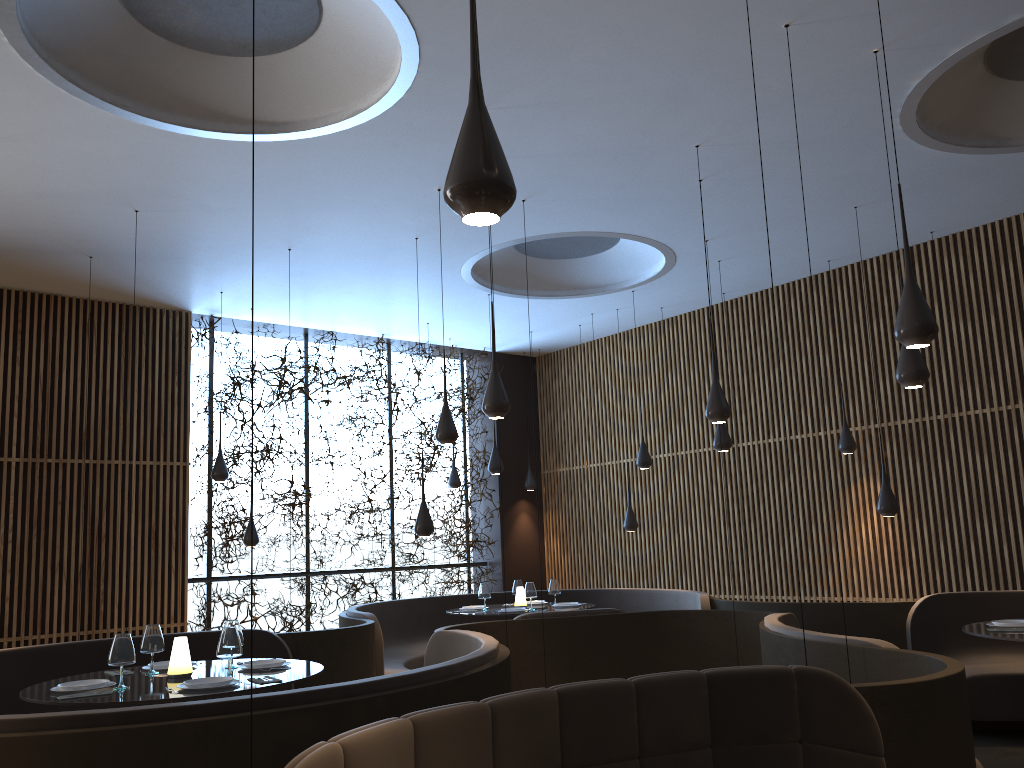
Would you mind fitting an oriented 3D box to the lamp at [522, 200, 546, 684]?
[{"bbox_3d":[0.236,1.426,7.543,0.196,6.251,0.196,-2,-9,-4],"label":"lamp"}]

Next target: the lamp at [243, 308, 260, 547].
[{"bbox_3d":[-3.208,0.508,10.919,0.196,2.949,0.196,-2,-9,-4],"label":"lamp"}]

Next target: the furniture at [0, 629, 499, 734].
[{"bbox_3d":[-2.010,2.180,5.185,3.885,1.114,3.801,-7,-11,26],"label":"furniture"}]

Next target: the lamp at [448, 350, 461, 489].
[{"bbox_3d":[-0.877,0.422,13.022,0.196,2.215,0.196,0,-9,-14],"label":"lamp"}]

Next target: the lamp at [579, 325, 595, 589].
[{"bbox_3d":[1.105,2.244,12.215,0.196,6.251,0.196,-9,-11,36],"label":"lamp"}]

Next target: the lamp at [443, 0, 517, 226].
[{"bbox_3d":[-0.129,-1.529,2.518,0.196,2.215,0.196,-3,-9,6],"label":"lamp"}]

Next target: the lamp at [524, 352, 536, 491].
[{"bbox_3d":[0.245,0.586,14.177,0.196,2.215,0.196,0,-9,-14],"label":"lamp"}]

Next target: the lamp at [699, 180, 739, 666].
[{"bbox_3d":[1.775,1.309,7.259,0.196,6.251,0.196,1,-10,-24],"label":"lamp"}]

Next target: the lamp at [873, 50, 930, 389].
[{"bbox_3d":[2.417,-1.073,5.606,0.196,2.215,0.196,-2,-9,-4],"label":"lamp"}]

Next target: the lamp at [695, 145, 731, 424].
[{"bbox_3d":[1.521,-0.800,6.890,0.196,2.215,0.196,-2,-9,-4],"label":"lamp"}]

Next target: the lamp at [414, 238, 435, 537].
[{"bbox_3d":[-0.895,-0.003,8.658,0.196,2.949,0.196,6,-12,-43],"label":"lamp"}]

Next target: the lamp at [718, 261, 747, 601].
[{"bbox_3d":[2.472,1.696,9.536,0.196,6.251,0.196,1,-10,-24],"label":"lamp"}]

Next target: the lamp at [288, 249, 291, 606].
[{"bbox_3d":[-2.139,1.714,8.566,0.196,6.251,0.196,-3,-9,6],"label":"lamp"}]

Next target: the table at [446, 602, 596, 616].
[{"bbox_3d":[0.121,3.009,9.842,1.673,1.020,1.679,-4,-10,12],"label":"table"}]

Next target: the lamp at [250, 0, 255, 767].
[{"bbox_3d":[-0.888,0.649,3.026,0.196,6.251,0.196,-2,-9,-4],"label":"lamp"}]

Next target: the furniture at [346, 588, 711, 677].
[{"bbox_3d":[0.206,2.872,9.618,3.888,1.043,3.802,-8,-12,27],"label":"furniture"}]

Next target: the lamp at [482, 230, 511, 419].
[{"bbox_3d":[-0.151,-0.863,6.155,0.196,2.215,0.196,-2,-9,-4],"label":"lamp"}]

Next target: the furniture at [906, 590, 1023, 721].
[{"bbox_3d":[4.619,1.967,5.849,1.980,1.043,3.951,-1,-10,-7],"label":"furniture"}]

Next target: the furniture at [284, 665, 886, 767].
[{"bbox_3d":[0.391,1.546,2.796,2.533,1.056,0.934,4,-12,-33],"label":"furniture"}]

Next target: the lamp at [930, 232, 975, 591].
[{"bbox_3d":[4.557,1.484,8.863,0.196,6.251,0.196,1,-10,-24],"label":"lamp"}]

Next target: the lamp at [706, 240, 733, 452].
[{"bbox_3d":[2.092,-0.412,9.147,0.196,2.215,0.196,-9,-11,36],"label":"lamp"}]

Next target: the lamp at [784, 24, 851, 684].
[{"bbox_3d":[1.817,0.887,4.958,0.196,6.251,0.196,-2,-9,-4],"label":"lamp"}]

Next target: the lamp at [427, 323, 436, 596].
[{"bbox_3d":[-1.030,2.250,11.754,0.196,6.251,0.196,0,-9,-14],"label":"lamp"}]

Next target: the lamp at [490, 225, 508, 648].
[{"bbox_3d":[-0.063,1.273,6.636,0.196,6.251,0.196,-2,-9,-4],"label":"lamp"}]

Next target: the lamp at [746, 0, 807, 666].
[{"bbox_3d":[1.344,0.768,4.196,0.196,6.251,0.196,-2,-9,-4],"label":"lamp"}]

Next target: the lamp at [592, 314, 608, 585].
[{"bbox_3d":[1.225,2.129,11.617,0.196,6.251,0.196,1,-10,-24],"label":"lamp"}]

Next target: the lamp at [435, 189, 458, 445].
[{"bbox_3d":[-0.586,-0.591,7.526,0.196,2.215,0.196,-2,-9,-4],"label":"lamp"}]

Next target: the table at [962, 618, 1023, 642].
[{"bbox_3d":[3.870,2.086,5.666,1.676,1.020,1.675,-11,-13,40],"label":"table"}]

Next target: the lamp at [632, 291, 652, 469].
[{"bbox_3d":[1.559,-0.066,10.913,0.196,2.215,0.196,-9,-11,36],"label":"lamp"}]

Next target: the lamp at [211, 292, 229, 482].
[{"bbox_3d":[-3.364,0.019,10.239,0.196,2.215,0.196,-2,-9,-4],"label":"lamp"}]

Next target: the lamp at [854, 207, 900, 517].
[{"bbox_3d":[3.373,-0.248,8.311,0.196,2.949,0.196,-9,-11,36],"label":"lamp"}]

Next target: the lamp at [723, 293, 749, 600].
[{"bbox_3d":[2.843,1.924,10.869,0.196,6.251,0.196,0,-9,-14],"label":"lamp"}]

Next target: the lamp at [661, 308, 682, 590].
[{"bbox_3d":[2.147,2.060,11.453,0.196,6.251,0.196,1,-10,-24],"label":"lamp"}]

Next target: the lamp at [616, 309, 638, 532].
[{"bbox_3d":[1.480,0.452,11.698,0.196,2.949,0.196,-9,-11,36],"label":"lamp"}]

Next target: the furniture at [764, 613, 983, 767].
[{"bbox_3d":[2.193,2.099,5.798,0.900,1.043,2.542,-3,-10,3],"label":"furniture"}]

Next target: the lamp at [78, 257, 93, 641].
[{"bbox_3d":[-4.153,1.794,8.537,0.196,6.251,0.196,-7,-10,26],"label":"lamp"}]

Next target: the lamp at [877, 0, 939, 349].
[{"bbox_3d":[1.877,-1.271,4.373,0.196,2.215,0.196,-2,-9,-4],"label":"lamp"}]

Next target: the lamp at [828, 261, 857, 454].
[{"bbox_3d":[3.688,-0.320,10.017,0.196,2.215,0.196,-9,-11,36],"label":"lamp"}]

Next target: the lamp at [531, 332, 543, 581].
[{"bbox_3d":[0.411,2.322,12.486,0.196,6.251,0.196,0,-9,-14],"label":"lamp"}]

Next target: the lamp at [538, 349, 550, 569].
[{"bbox_3d":[0.566,2.534,13.682,0.196,6.251,0.196,0,-9,-14],"label":"lamp"}]

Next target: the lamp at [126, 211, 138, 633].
[{"bbox_3d":[-3.208,1.547,7.404,0.196,6.251,0.196,-3,-9,6],"label":"lamp"}]

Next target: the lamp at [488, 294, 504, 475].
[{"bbox_3d":[-0.239,-0.011,10.797,0.196,2.215,0.196,-9,-11,36],"label":"lamp"}]
